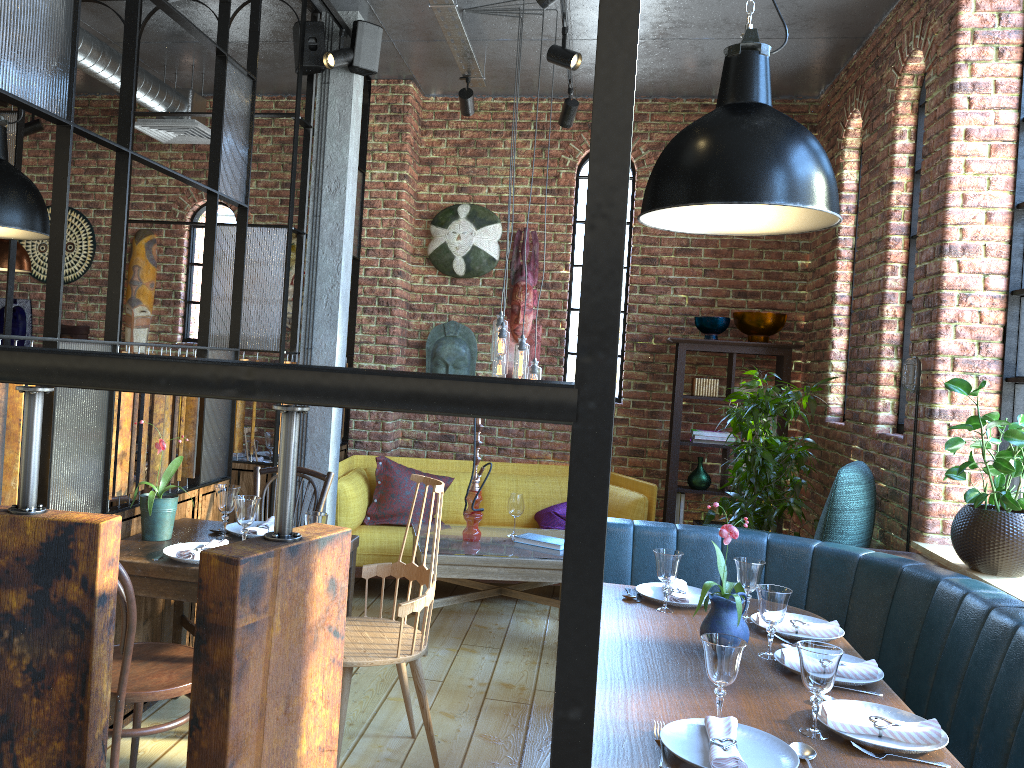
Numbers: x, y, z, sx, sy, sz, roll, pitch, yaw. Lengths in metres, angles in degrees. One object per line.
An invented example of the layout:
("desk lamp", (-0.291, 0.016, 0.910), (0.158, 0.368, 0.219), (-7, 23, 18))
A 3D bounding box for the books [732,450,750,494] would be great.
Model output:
("books", (1.483, 0.564, 5.690), (0.087, 0.272, 0.170), (4, 0, 6))

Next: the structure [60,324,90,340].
("structure", (-3.383, -0.125, 6.747), (0.264, 0.655, 0.157), (4, 0, 9))

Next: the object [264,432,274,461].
("object", (-1.497, 0.398, 5.468), (0.102, 0.192, 0.094), (4, 0, 28))

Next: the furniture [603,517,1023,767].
("furniture", (0.826, 1.023, 2.339), (1.385, 0.822, 2.575), (4, 1, 7))

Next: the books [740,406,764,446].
("books", (1.546, 0.273, 5.692), (0.126, 0.258, 0.160), (4, 0, 7))

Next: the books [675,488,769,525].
("books", (1.360, 0.707, 5.710), (0.596, 0.575, 0.188), (4, 0, 9))

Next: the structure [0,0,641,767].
("structure", (-3.471, -0.506, 2.842), (5.964, 3.326, 5.919), (3, 1, -8))

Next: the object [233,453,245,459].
("object", (-1.837, 0.446, 5.585), (0.275, 0.051, 0.318), (4, 1, 11))

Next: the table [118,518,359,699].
("table", (-1.030, 0.938, 3.168), (0.762, 0.727, 0.739), (4, 1, 8))

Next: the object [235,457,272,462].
("object", (-1.566, 0.468, 5.340), (0.332, 0.051, 0.264), (4, 1, 12))

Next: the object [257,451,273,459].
("object", (-1.571, 0.458, 5.803), (0.332, 0.051, 0.264), (4, 1, 12))

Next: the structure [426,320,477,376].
("structure", (-0.437, -0.128, 6.196), (0.374, 0.639, 0.102), (4, 0, 11))

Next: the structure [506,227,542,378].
("structure", (0.073, -0.507, 6.159), (0.216, 1.146, 0.237), (3, 0, -36))

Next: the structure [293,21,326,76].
("structure", (-1.111, -1.834, 4.823), (0.179, 0.268, 0.170), (3, 0, -19))

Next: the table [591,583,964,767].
("table", (0.550, 1.086, 2.398), (0.835, 0.661, 1.518), (4, 1, 7))

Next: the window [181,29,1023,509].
("window", (1.032, -0.590, 3.566), (3.309, 2.429, 8.860), (3, 1, -27))

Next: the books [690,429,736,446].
("books", (1.302, 0.346, 5.718), (0.273, 0.080, 0.176), (4, 1, 9))

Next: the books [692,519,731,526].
("books", (1.329, 0.948, 5.688), (0.309, 0.088, 0.240), (4, 1, 11))

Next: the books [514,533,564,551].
("books", (0.167, 0.822, 4.608), (0.285, 0.028, 0.154), (4, 1, 32))

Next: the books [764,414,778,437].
("books", (1.647, 0.280, 5.664), (0.081, 0.258, 0.175), (4, 0, 6))

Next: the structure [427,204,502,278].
("structure", (-0.336, -1.006, 6.188), (0.540, 0.521, 0.145), (4, 0, 10))

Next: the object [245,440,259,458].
("object", (-1.657, 0.421, 5.600), (0.088, 0.119, 0.080), (4, 1, 39))

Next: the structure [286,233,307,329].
("structure", (-1.628, -0.759, 6.433), (0.599, 0.726, 0.125), (4, 0, 10))

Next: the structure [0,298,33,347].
("structure", (-3.901, -0.388, 6.859), (0.329, 0.559, 0.112), (4, 0, 10))

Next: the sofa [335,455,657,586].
("sofa", (-0.194, 0.918, 5.616), (1.975, 0.763, 0.798), (3, 1, -6))

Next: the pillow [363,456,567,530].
("pillow", (-0.194, 0.717, 5.654), (1.491, 0.453, 0.401), (4, 1, -2))

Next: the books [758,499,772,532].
("books", (1.608, 0.875, 5.667), (0.086, 0.272, 0.187), (4, 0, 6))

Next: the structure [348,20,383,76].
("structure", (-0.810, -1.813, 4.764), (0.158, 0.268, 0.193), (3, 1, -42))

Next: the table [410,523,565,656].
("table", (-0.056, 1.076, 4.636), (0.927, 0.508, 0.757), (3, 1, -6))

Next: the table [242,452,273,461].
("table", (-1.631, 0.848, 5.577), (0.762, 0.727, 0.739), (4, 1, 8))

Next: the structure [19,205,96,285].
("structure", (-3.523, -1.075, 6.807), (0.671, 0.619, 0.078), (4, 0, 8))

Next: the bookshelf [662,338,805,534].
("bookshelf", (1.373, 0.560, 5.702), (0.830, 1.667, 0.311), (4, 0, 10))

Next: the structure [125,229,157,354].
("structure", (-2.828, -0.620, 6.656), (0.236, 1.120, 0.092), (4, 0, 10))

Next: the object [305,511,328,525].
("object", (-0.716, 0.532, 3.214), (0.084, 0.119, 0.084), (4, 0, -2))
